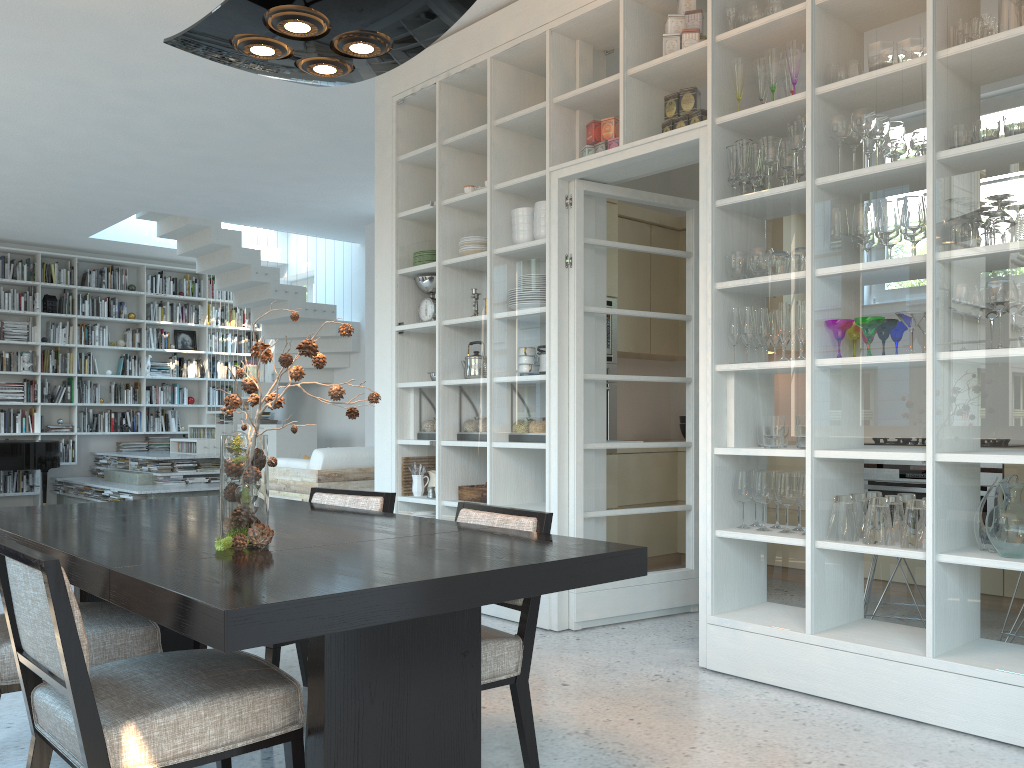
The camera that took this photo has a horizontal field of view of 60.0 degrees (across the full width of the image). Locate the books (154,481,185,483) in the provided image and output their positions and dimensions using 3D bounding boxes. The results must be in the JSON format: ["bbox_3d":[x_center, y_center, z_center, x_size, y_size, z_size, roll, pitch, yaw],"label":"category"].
[{"bbox_3d":[-3.821,0.788,9.862,0.285,0.008,0.159,1,-1,-44],"label":"books"}]

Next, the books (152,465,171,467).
[{"bbox_3d":[-3.971,0.626,10.026,0.137,0.012,0.242,1,-1,-41],"label":"books"}]

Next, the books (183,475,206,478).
[{"bbox_3d":[-3.616,0.749,10.060,0.220,0.013,0.149,1,-1,-43],"label":"books"}]

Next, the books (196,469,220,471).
[{"bbox_3d":[-3.536,0.686,10.272,0.287,0.005,0.165,1,-1,-37],"label":"books"}]

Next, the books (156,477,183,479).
[{"bbox_3d":[-3.828,0.750,9.871,0.257,0.010,0.132,1,-1,-38],"label":"books"}]

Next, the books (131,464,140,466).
[{"bbox_3d":[-4.384,0.635,10.437,0.177,0.015,0.187,1,-1,-37],"label":"books"}]

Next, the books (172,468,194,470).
[{"bbox_3d":[-3.758,0.660,10.100,0.131,0.012,0.207,-1,-1,44],"label":"books"}]

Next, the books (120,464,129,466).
[{"bbox_3d":[-4.659,0.656,10.777,0.138,0.017,0.237,1,-1,-43],"label":"books"}]

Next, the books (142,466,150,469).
[{"bbox_3d":[-4.166,0.652,10.222,0.155,0.028,0.189,1,-1,-41],"label":"books"}]

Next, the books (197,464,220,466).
[{"bbox_3d":[-3.540,0.623,10.278,0.245,0.013,0.172,1,-1,-43],"label":"books"}]

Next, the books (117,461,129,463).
[{"bbox_3d":[-4.674,0.621,10.764,0.179,0.017,0.293,1,-1,-41],"label":"books"}]

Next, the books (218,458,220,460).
[{"bbox_3d":[-3.310,0.568,10.470,0.181,0.013,0.285,-1,-1,43],"label":"books"}]

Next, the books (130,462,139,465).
[{"bbox_3d":[-4.380,0.613,10.441,0.174,0.029,0.250,1,-1,-44],"label":"books"}]

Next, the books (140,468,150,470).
[{"bbox_3d":[-4.170,0.670,10.218,0.154,0.007,0.292,1,-1,-39],"label":"books"}]

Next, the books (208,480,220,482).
[{"bbox_3d":[-3.393,0.809,10.236,0.250,0.018,0.177,1,-1,-39],"label":"books"}]

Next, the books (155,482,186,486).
[{"bbox_3d":[-3.808,0.810,9.847,0.262,0.023,0.200,1,-1,-44],"label":"books"}]

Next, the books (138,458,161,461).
[{"bbox_3d":[-4.185,0.558,10.208,0.189,0.022,0.237,1,-1,-37],"label":"books"}]

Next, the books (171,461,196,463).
[{"bbox_3d":[-3.748,0.583,10.092,0.159,0.009,0.228,-1,-1,44],"label":"books"}]

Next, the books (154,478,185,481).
[{"bbox_3d":[-3.819,0.761,9.861,0.292,0.012,0.159,1,-1,-39],"label":"books"}]

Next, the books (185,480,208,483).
[{"bbox_3d":[-3.604,0.800,10.045,0.169,0.019,0.232,-1,-1,43],"label":"books"}]

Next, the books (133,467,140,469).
[{"bbox_3d":[-4.363,0.673,10.455,0.136,0.013,0.258,1,-1,-42],"label":"books"}]

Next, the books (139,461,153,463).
[{"bbox_3d":[-4.175,0.591,10.216,0.281,0.013,0.168,-1,-1,45],"label":"books"}]

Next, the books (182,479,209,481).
[{"bbox_3d":[-3.611,0.784,10.054,0.272,0.012,0.158,1,-1,-44],"label":"books"}]

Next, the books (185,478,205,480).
[{"bbox_3d":[-3.619,0.769,10.063,0.210,0.018,0.134,1,-1,-39],"label":"books"}]

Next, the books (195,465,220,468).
[{"bbox_3d":[-3.529,0.647,10.265,0.187,0.014,0.273,-1,-1,43],"label":"books"}]

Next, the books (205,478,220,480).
[{"bbox_3d":[-3.392,0.777,10.235,0.287,0.018,0.190,1,-1,-43],"label":"books"}]

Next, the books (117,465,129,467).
[{"bbox_3d":[-4.675,0.671,10.762,0.177,0.014,0.247,1,-1,-44],"label":"books"}]

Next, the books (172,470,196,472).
[{"bbox_3d":[-3.745,0.686,10.085,0.216,0.015,0.177,1,-1,-44],"label":"books"}]

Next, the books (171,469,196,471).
[{"bbox_3d":[-3.754,0.672,10.096,0.227,0.013,0.148,1,-1,-44],"label":"books"}]

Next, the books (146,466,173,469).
[{"bbox_3d":[-3.989,0.639,10.009,0.184,0.014,0.297,1,-1,-43],"label":"books"}]

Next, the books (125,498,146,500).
[{"bbox_3d":[-3.935,0.916,9.236,0.137,0.019,0.224,1,-1,-41],"label":"books"}]

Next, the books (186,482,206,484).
[{"bbox_3d":[-3.614,0.817,10.056,0.208,0.015,0.152,1,-1,-44],"label":"books"}]

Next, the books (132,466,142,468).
[{"bbox_3d":[-4.376,0.655,10.444,0.167,0.024,0.192,1,-1,-41],"label":"books"}]

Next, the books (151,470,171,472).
[{"bbox_3d":[-3.984,0.673,10.013,0.161,0.014,0.212,1,-1,-38],"label":"books"}]

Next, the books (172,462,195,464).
[{"bbox_3d":[-3.754,0.596,10.098,0.220,0.018,0.154,1,-1,-41],"label":"books"}]

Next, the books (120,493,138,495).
[{"bbox_3d":[-3.955,0.859,9.220,0.266,0.010,0.176,-1,-1,44],"label":"books"}]

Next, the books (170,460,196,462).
[{"bbox_3d":[-3.762,0.571,10.108,0.261,0.016,0.128,1,-1,-43],"label":"books"}]

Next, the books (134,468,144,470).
[{"bbox_3d":[-4.370,0.688,10.449,0.132,0.016,0.262,1,-1,-37],"label":"books"}]

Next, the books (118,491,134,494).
[{"bbox_3d":[-3.960,0.847,9.215,0.256,0.014,0.192,-1,-1,44],"label":"books"}]

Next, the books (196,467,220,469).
[{"bbox_3d":[-3.539,0.662,10.276,0.214,0.015,0.177,1,-1,-41],"label":"books"}]

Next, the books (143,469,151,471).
[{"bbox_3d":[-4.167,0.683,10.220,0.142,0.020,0.230,1,-1,-37],"label":"books"}]

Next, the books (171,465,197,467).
[{"bbox_3d":[-3.751,0.625,10.094,0.260,0.009,0.153,1,-1,-39],"label":"books"}]

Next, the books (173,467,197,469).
[{"bbox_3d":[-3.742,0.648,10.083,0.215,0.013,0.189,1,-1,-43],"label":"books"}]

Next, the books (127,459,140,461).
[{"bbox_3d":[-4.390,0.575,10.434,0.256,0.014,0.192,-1,-1,44],"label":"books"}]

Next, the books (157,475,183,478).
[{"bbox_3d":[-3.818,0.732,9.861,0.157,0.025,0.233,-1,-1,43],"label":"books"}]

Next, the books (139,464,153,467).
[{"bbox_3d":[-4.173,0.624,10.217,0.177,0.026,0.230,1,-1,-42],"label":"books"}]

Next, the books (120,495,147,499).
[{"bbox_3d":[-3.950,0.893,9.223,0.287,0.027,0.156,-1,-1,43],"label":"books"}]

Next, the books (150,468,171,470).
[{"bbox_3d":[-3.979,0.659,10.018,0.208,0.015,0.152,-1,-1,45],"label":"books"}]

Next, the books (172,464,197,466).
[{"bbox_3d":[-3.737,0.613,10.078,0.230,0.015,0.190,1,-1,-37],"label":"books"}]

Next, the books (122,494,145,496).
[{"bbox_3d":[-3.950,0.872,9.224,0.164,0.015,0.243,1,-1,-38],"label":"books"}]

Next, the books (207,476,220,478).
[{"bbox_3d":[-3.403,0.764,10.237,0.274,0.009,0.176,1,-1,-42],"label":"books"}]

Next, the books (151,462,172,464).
[{"bbox_3d":[-3.977,0.594,10.022,0.149,0.014,0.228,1,-1,-44],"label":"books"}]

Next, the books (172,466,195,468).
[{"bbox_3d":[-3.749,0.635,10.092,0.210,0.012,0.168,1,-1,-41],"label":"books"}]

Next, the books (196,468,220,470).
[{"bbox_3d":[-3.550,0.677,10.287,0.133,0.014,0.293,-1,-1,45],"label":"books"}]

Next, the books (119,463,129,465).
[{"bbox_3d":[-4.668,0.639,10.770,0.159,0.018,0.203,1,-1,-44],"label":"books"}]

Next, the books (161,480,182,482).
[{"bbox_3d":[-3.817,0.774,9.858,0.210,0.012,0.168,1,-1,-38],"label":"books"}]

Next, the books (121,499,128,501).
[{"bbox_3d":[-3.958,0.934,9.214,0.187,0.017,0.205,1,-1,-37],"label":"books"}]
